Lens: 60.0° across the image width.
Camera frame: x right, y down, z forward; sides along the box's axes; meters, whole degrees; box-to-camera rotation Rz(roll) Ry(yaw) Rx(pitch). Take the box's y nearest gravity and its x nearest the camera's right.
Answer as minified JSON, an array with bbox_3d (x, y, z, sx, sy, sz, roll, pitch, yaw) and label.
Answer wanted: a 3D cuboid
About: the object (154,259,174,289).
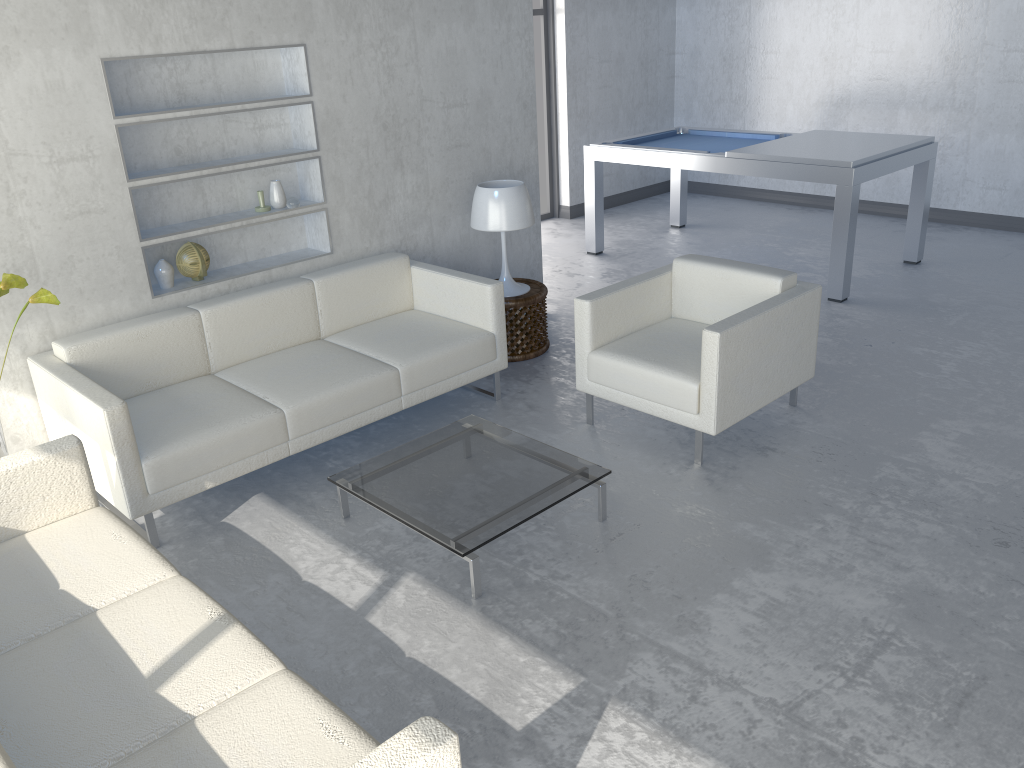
[{"bbox_3d":[-1.565,-0.498,3.996,0.086,0.128,0.086,-17,26,-29],"label":"object"}]

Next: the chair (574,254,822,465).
[{"bbox_3d":[0.819,-0.160,3.969,0.821,0.662,0.748,-23,30,-39],"label":"chair"}]

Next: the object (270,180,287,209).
[{"bbox_3d":[-1.133,-0.916,4.281,0.079,0.130,0.079,18,31,41],"label":"object"}]

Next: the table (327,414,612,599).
[{"bbox_3d":[-0.157,0.421,3.323,0.730,0.190,0.773,-23,30,-39],"label":"table"}]

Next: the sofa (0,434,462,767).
[{"bbox_3d":[-1.013,0.746,2.058,0.821,0.658,1.881,-23,30,-39],"label":"sofa"}]

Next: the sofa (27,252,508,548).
[{"bbox_3d":[-0.969,-0.053,3.953,1.881,0.658,0.821,-23,30,-39],"label":"sofa"}]

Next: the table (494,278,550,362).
[{"bbox_3d":[-0.020,-0.363,4.963,0.452,0.358,0.452,6,24,20],"label":"table"}]

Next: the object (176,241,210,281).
[{"bbox_3d":[-1.442,-0.561,4.062,0.088,0.179,0.163,13,28,34],"label":"object"}]

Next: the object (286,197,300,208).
[{"bbox_3d":[-1.059,-0.879,4.288,0.064,0.050,0.064,-20,28,-34],"label":"object"}]

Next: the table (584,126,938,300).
[{"bbox_3d":[1.700,-1.334,6.374,1.180,0.835,2.095,-23,30,-39],"label":"table"}]

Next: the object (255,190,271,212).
[{"bbox_3d":[-1.197,-0.875,4.239,0.074,0.094,0.074,1,23,10],"label":"object"}]

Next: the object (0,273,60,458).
[{"bbox_3d":[-1.781,0.083,3.234,0.400,1.051,0.387,-9,23,-14],"label":"object"}]

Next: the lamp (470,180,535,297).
[{"bbox_3d":[-0.045,-0.786,4.784,0.347,0.582,0.347,3,24,14],"label":"lamp"}]
